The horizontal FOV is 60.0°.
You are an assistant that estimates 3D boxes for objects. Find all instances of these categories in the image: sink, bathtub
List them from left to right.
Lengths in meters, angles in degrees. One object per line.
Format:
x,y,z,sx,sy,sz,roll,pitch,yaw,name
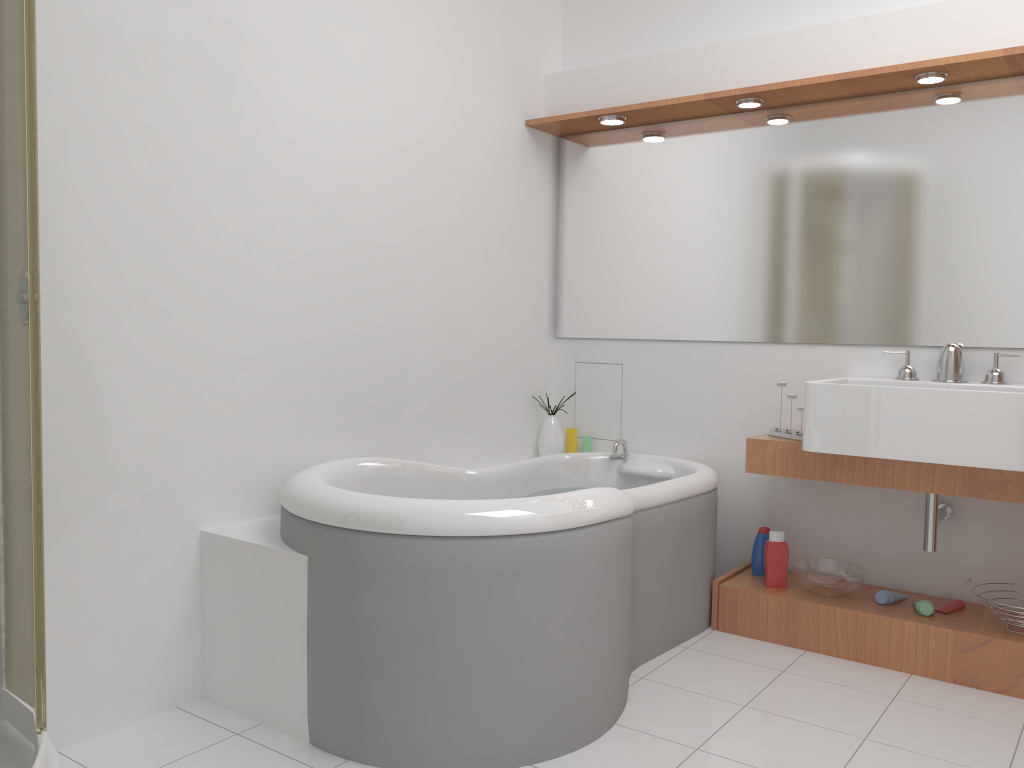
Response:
0.066,0.576,2.985,1.055,0.674,1.863,4,4,36,bathtub
1.337,0.208,2.849,0.657,0.673,0.552,4,4,36,sink

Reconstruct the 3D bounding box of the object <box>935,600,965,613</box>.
1.462,0.745,2.954,0.133,0.037,0.042,-2,4,-35,object

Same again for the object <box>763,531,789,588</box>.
0.948,0.631,3.183,0.079,0.207,0.046,1,4,1,object

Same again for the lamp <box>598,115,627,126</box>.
0.402,-1.059,3.559,0.113,0.021,0.113,1,4,7,lamp

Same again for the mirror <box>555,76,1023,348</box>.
1.243,-0.589,3.216,2.600,0.887,0.022,4,4,36,mirror

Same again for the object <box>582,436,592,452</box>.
0.328,0.294,3.877,0.038,0.133,0.038,0,4,-21,object

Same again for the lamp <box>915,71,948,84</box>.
1.371,-1.001,2.901,0.098,0.018,0.098,-1,4,-34,lamp

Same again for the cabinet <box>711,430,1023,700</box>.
1.496,0.577,2.864,1.635,0.719,0.355,4,4,36,cabinet

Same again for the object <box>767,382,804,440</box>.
0.994,0.091,3.154,0.059,0.203,0.182,-1,4,-24,object

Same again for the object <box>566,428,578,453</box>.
0.263,0.278,3.923,0.047,0.162,0.047,-1,4,-28,object

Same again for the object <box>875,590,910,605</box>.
1.309,0.723,3.051,0.187,0.052,0.059,-2,5,-43,object

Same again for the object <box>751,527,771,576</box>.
0.945,0.630,3.327,0.092,0.190,0.044,1,4,3,object

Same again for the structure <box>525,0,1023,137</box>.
1.174,-1.143,3.078,2.606,0.240,0.287,4,4,36,structure

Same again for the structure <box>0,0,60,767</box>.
-1.126,-0.140,1.340,0.932,2.234,0.933,4,4,36,structure

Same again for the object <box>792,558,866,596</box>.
1.115,0.690,3.127,0.245,0.090,0.245,1,4,7,object

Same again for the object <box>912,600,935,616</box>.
1.373,0.730,2.957,0.059,0.052,0.187,2,4,20,object

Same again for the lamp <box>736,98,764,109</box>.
0.873,-1.032,3.259,0.098,0.018,0.098,-1,4,-34,lamp

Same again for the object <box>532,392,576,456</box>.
0.186,0.196,3.842,0.215,0.326,0.154,-1,4,-23,object

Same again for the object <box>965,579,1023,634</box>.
1.596,0.704,2.764,0.291,0.126,0.291,1,4,-6,object
